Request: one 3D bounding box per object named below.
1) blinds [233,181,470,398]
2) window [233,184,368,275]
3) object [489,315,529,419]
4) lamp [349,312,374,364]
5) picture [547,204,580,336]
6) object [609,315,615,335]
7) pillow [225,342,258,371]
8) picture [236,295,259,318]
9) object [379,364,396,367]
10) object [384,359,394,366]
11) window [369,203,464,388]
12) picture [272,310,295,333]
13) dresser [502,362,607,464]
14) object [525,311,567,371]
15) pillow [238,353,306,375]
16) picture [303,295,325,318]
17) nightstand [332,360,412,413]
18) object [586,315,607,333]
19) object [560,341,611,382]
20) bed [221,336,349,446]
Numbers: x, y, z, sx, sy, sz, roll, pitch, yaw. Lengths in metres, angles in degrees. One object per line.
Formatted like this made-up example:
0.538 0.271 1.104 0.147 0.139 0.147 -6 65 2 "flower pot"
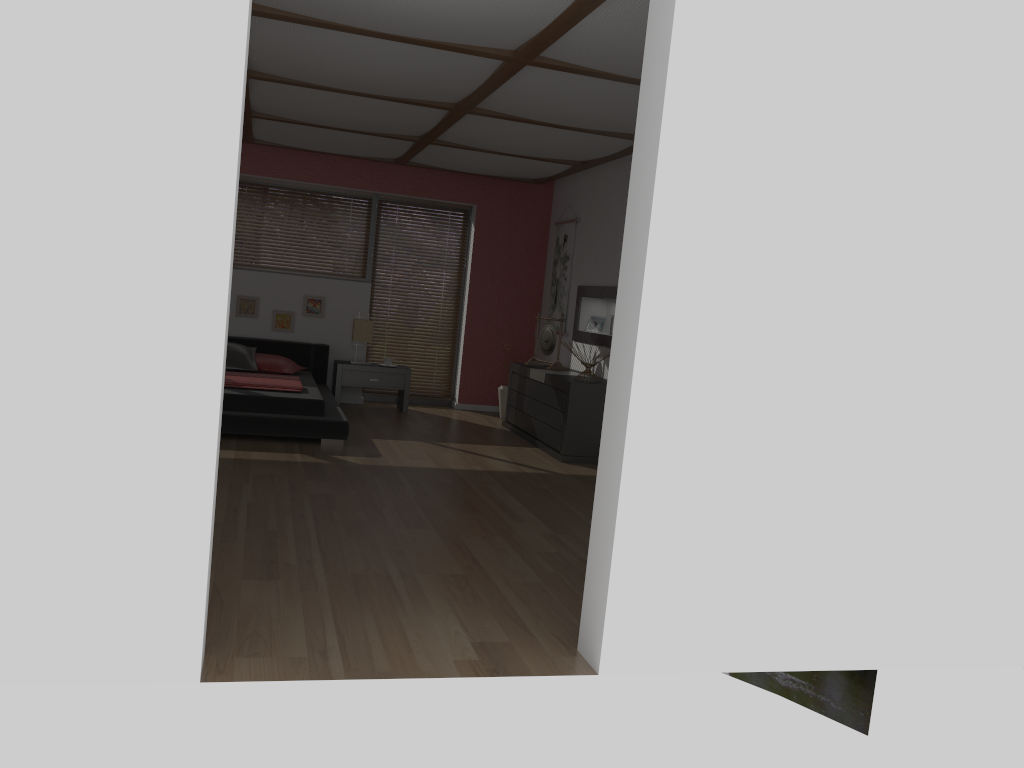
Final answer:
-2.858 -0.996 8.593 4.840 1.952 0.032 4 5 -16 "blinds"
-2.815 -1.577 8.608 2.817 0.786 0.020 4 5 -16 "window"
-0.070 -0.173 8.788 0.422 1.035 0.364 1 7 -41 "object"
-1.443 -0.447 8.540 0.200 0.480 0.200 4 5 -16 "lamp"
0.487 -1.128 8.720 0.028 1.270 0.701 4 5 -16 "picture"
0.908 -0.504 7.674 0.159 0.171 0.159 9 6 33 "object"
-2.608 -0.249 7.757 0.744 0.241 0.386 4 5 -21 "pillow"
-2.513 -0.735 8.422 0.200 0.200 0.010 4 5 -16 "picture"
-1.195 -0.176 8.542 0.179 0.012 0.179 7 5 9 "object"
-1.192 -0.208 8.539 0.099 0.069 0.099 7 5 9 "object"
-1.002 -0.897 9.194 0.889 1.893 0.020 4 5 -16 "window"
-2.199 -0.603 8.525 0.200 0.200 0.010 4 5 -16 "picture"
0.424 0.208 7.525 0.540 0.608 1.740 4 5 -16 "dresser"
0.324 -0.396 7.948 0.173 0.498 0.490 3 6 -31 "object"
-2.268 -0.185 8.005 0.745 0.172 0.418 6 5 3 "pillow"
-1.918 -0.751 8.586 0.200 0.200 0.010 4 5 -16 "picture"
-1.365 0.023 8.576 0.700 0.423 0.413 4 5 -16 "nightstand"
0.767 -0.545 8.052 0.041 0.146 0.226 2 6 -36 "object"
0.605 -0.170 6.958 0.481 0.282 0.481 10 7 40 "object"
-2.654 -0.058 7.161 2.469 0.577 2.413 4 5 -16 "bed"
